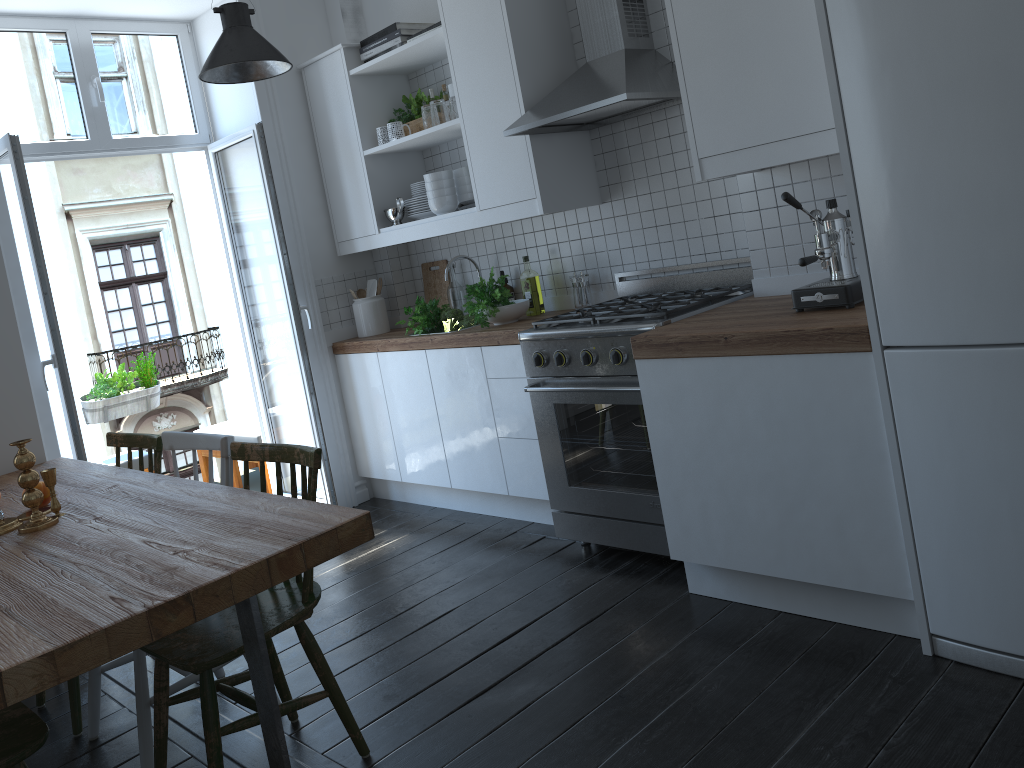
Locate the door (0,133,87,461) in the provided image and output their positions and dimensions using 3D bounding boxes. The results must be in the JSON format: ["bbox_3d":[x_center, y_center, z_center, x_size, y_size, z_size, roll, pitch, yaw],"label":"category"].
[{"bbox_3d":[-2.087,-0.054,3.915,0.106,2.013,0.582,-13,4,-37],"label":"door"}]

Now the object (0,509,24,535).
[{"bbox_3d":[-1.487,0.269,2.482,0.140,0.309,0.141,-11,4,0],"label":"object"}]

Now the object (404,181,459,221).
[{"bbox_3d":[-0.400,-0.936,4.478,0.310,0.193,0.299,-17,10,-41],"label":"object"}]

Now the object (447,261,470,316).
[{"bbox_3d":[-0.297,-0.490,4.637,0.099,0.315,0.097,-14,5,-43],"label":"object"}]

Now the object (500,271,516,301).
[{"bbox_3d":[-0.030,-0.448,4.358,0.085,0.229,0.086,-10,4,12],"label":"object"}]

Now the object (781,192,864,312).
[{"bbox_3d":[0.938,-0.414,2.657,0.359,0.367,0.204,-16,7,-43],"label":"object"}]

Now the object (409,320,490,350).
[{"bbox_3d":[-0.262,-0.229,4.319,0.359,0.110,0.370,-19,12,-42],"label":"object"}]

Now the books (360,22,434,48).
[{"bbox_3d":[-0.569,-1.752,4.439,0.263,0.038,0.324,-18,12,-40],"label":"books"}]

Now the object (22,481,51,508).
[{"bbox_3d":[-1.462,0.342,2.713,0.085,0.083,0.089,-14,7,-30],"label":"object"}]

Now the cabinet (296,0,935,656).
[{"bbox_3d":[0.340,-0.559,3.435,0.790,2.352,3.775,-13,8,-39],"label":"cabinet"}]

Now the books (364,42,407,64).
[{"bbox_3d":[-0.541,-1.652,4.437,0.263,0.043,0.350,-18,12,-40],"label":"books"}]

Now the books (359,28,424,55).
[{"bbox_3d":[-0.552,-1.720,4.435,0.292,0.030,0.349,-19,13,-42],"label":"books"}]

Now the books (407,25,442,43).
[{"bbox_3d":[-0.291,-1.650,4.166,0.348,0.037,0.265,-1,13,46],"label":"books"}]

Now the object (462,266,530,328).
[{"bbox_3d":[-0.087,-0.402,4.025,0.269,0.267,0.344,-6,8,37],"label":"object"}]

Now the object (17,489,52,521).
[{"bbox_3d":[-1.426,0.335,2.612,0.102,0.113,0.104,-7,7,33],"label":"object"}]

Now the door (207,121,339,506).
[{"bbox_3d":[-1.286,-0.334,4.693,0.581,2.013,0.106,-8,4,41],"label":"door"}]

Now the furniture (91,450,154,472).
[{"bbox_3d":[-2.466,0.670,5.274,0.610,0.372,0.398,-18,9,-43],"label":"furniture"}]

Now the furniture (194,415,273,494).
[{"bbox_3d":[-1.654,0.443,5.723,0.406,0.372,0.916,-16,10,-42],"label":"furniture"}]

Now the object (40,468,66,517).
[{"bbox_3d":[-1.324,0.316,2.539,0.050,0.138,0.049,-14,5,-43],"label":"object"}]

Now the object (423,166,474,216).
[{"bbox_3d":[-0.281,-0.935,4.271,0.149,0.215,0.314,-6,9,45],"label":"object"}]

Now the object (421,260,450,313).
[{"bbox_3d":[-0.405,-0.503,4.794,0.041,0.328,0.219,-13,5,-43],"label":"object"}]

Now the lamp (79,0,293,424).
[{"bbox_3d":[-1.805,-1.023,4.570,0.499,2.492,2.687,-13,7,-42],"label":"lamp"}]

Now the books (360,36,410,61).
[{"bbox_3d":[-0.562,-1.687,4.437,0.327,0.030,0.264,-1,13,44],"label":"books"}]

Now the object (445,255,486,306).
[{"bbox_3d":[-0.180,-0.478,4.388,0.187,0.350,0.278,-9,6,24],"label":"object"}]

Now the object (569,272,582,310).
[{"bbox_3d":[0.302,-0.426,4.020,0.060,0.171,0.059,-13,4,-29],"label":"object"}]

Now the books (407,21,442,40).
[{"bbox_3d":[-0.290,-1.678,4.172,0.279,0.016,0.339,-19,12,-41],"label":"books"}]

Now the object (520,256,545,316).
[{"bbox_3d":[0.089,-0.467,4.165,0.066,0.281,0.067,-8,4,42],"label":"object"}]

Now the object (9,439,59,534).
[{"bbox_3d":[-1.337,0.279,2.441,0.101,0.246,0.101,-12,4,-19],"label":"object"}]

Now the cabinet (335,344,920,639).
[{"bbox_3d":[0.285,0.195,3.722,0.739,0.807,3.176,-14,10,-34],"label":"cabinet"}]

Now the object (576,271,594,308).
[{"bbox_3d":[0.329,-0.421,3.960,0.060,0.171,0.059,-13,4,-29],"label":"object"}]
